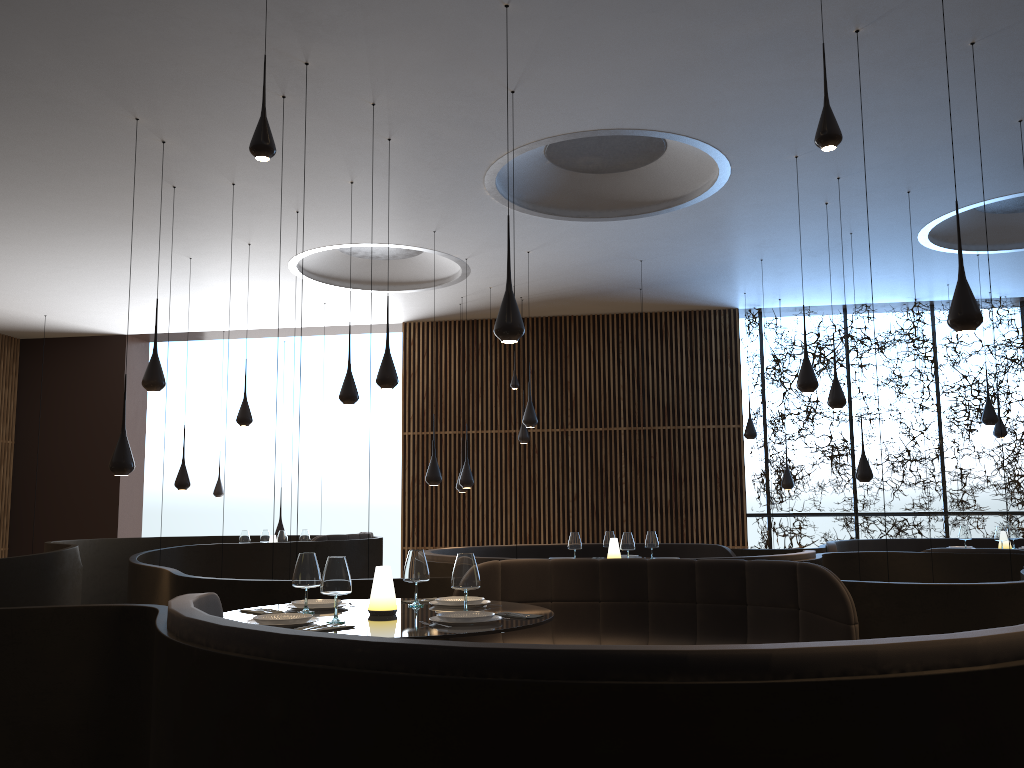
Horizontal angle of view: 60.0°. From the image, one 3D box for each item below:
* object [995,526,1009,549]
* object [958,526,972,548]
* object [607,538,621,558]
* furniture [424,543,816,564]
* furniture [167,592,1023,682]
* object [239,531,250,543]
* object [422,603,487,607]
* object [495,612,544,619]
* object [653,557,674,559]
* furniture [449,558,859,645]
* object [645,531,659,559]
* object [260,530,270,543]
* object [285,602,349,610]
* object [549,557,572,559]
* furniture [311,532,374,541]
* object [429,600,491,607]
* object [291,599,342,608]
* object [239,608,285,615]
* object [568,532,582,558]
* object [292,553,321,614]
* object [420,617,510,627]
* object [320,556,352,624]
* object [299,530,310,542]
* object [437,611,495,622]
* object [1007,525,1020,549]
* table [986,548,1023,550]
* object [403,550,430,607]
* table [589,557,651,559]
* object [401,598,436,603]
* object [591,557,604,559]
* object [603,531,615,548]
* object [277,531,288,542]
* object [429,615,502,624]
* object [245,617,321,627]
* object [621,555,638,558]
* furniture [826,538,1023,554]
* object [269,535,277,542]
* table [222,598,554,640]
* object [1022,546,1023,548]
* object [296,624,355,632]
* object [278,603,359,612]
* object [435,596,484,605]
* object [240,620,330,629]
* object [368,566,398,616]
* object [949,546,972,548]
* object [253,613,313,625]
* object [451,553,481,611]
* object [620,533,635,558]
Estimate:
[{"bbox_3d":[5.657,1.793,10.241,0.142,0.294,0.142,-1,-7,2],"label":"object"},{"bbox_3d":[5.513,1.874,10.787,0.142,0.294,0.142,-1,-7,3],"label":"object"},{"bbox_3d":[1.028,1.670,8.937,0.144,0.231,0.143,-4,-8,24],"label":"object"},{"bbox_3d":[0.982,2.230,8.898,3.790,1.115,3.893,2,-9,-16],"label":"furniture"},{"bbox_3d":[0.369,1.336,3.163,3.934,1.044,1.987,-1,-8,5],"label":"furniture"},{"bbox_3d":[-3.485,2.059,11.553,0.142,0.294,0.142,-1,-7,6],"label":"object"},{"bbox_3d":[-0.274,1.174,4.743,0.411,0.012,0.205,-7,-11,38],"label":"object"},{"bbox_3d":[0.016,1.100,4.211,0.262,0.017,0.126,-9,-12,44],"label":"object"},{"bbox_3d":[1.535,1.746,8.823,0.263,0.029,0.264,-1,-8,4],"label":"object"},{"bbox_3d":[0.815,1.639,5.505,2.532,1.057,0.934,-3,-8,14],"label":"furniture"},{"bbox_3d":[1.426,1.651,9.043,0.142,0.294,0.142,-5,-8,30],"label":"object"},{"bbox_3d":[-3.339,2.124,12.001,0.142,0.294,0.142,2,-8,-18],"label":"object"},{"bbox_3d":[-1.025,1.167,4.660,0.332,0.014,0.333,-2,-8,10],"label":"object"},{"bbox_3d":[0.505,1.782,9.005,0.263,0.029,0.264,-4,-9,22],"label":"object"},{"bbox_3d":[-2.345,2.524,11.817,0.931,1.057,2.540,-1,-8,5],"label":"furniture"},{"bbox_3d":[-0.278,1.174,4.746,0.332,0.014,0.332,-8,-11,43],"label":"object"},{"bbox_3d":[-1.026,1.158,4.661,0.263,0.029,0.264,-2,-9,13],"label":"object"},{"bbox_3d":[-1.263,1.149,4.473,0.126,0.017,0.262,7,-11,-41],"label":"object"},{"bbox_3d":[0.626,1.626,8.823,0.142,0.294,0.142,4,-8,-30],"label":"object"},{"bbox_3d":[-1.030,0.998,4.444,0.142,0.294,0.142,4,-8,-31],"label":"object"},{"bbox_3d":[-0.211,1.066,4.006,0.204,0.012,0.411,-7,-11,40],"label":"object"},{"bbox_3d":[-0.800,0.936,4.033,0.142,0.294,0.142,-4,-8,26],"label":"object"},{"bbox_3d":[-2.766,2.094,11.830,0.142,0.294,0.142,3,-8,-23],"label":"object"},{"bbox_3d":[-0.209,1.056,4.011,0.263,0.029,0.264,1,-8,-7],"label":"object"},{"bbox_3d":[6.130,1.877,10.845,0.142,0.294,0.142,-2,-7,9],"label":"object"},{"bbox_3d":[5.888,2.494,10.513,1.673,1.021,1.676,4,-9,-30],"label":"table"},{"bbox_3d":[-0.512,1.037,4.743,0.142,0.294,0.142,-1,-7,8],"label":"object"},{"bbox_3d":[1.033,2.292,8.863,1.673,1.021,1.677,-3,-8,18],"label":"table"},{"bbox_3d":[-0.487,1.214,4.962,0.126,0.017,0.262,-8,-11,42],"label":"object"},{"bbox_3d":[0.918,1.866,9.489,0.126,0.017,0.263,-2,-8,10],"label":"object"},{"bbox_3d":[1.026,1.692,9.295,0.142,0.294,0.142,3,-8,-24],"label":"object"},{"bbox_3d":[-2.925,2.016,11.287,0.142,0.294,0.142,-2,-7,11],"label":"object"},{"bbox_3d":[-0.209,1.065,4.010,0.332,0.014,0.333,4,-9,-26],"label":"object"},{"bbox_3d":[-1.029,1.068,3.981,0.332,0.014,0.333,1,-8,-9],"label":"object"},{"bbox_3d":[1.212,1.837,9.420,0.263,0.029,0.264,3,-9,-25],"label":"object"},{"bbox_3d":[5.770,2.371,10.296,3.791,1.044,3.896,2,-9,-14],"label":"furniture"},{"bbox_3d":[-3.140,2.100,11.641,0.142,0.231,0.145,-5,-8,29],"label":"object"},{"bbox_3d":[-0.626,1.632,4.267,1.675,1.021,1.675,-8,-11,43],"label":"table"},{"bbox_3d":[6.362,1.997,10.802,0.263,0.029,0.264,0,-8,0],"label":"object"},{"bbox_3d":[-0.805,1.043,3.779,0.126,0.017,0.262,-7,-11,38],"label":"object"},{"bbox_3d":[-1.023,1.169,4.663,0.205,0.012,0.411,-8,-12,43],"label":"object"},{"bbox_3d":[-0.278,1.164,4.747,0.263,0.029,0.263,7,-11,-43],"label":"object"},{"bbox_3d":[-1.033,1.069,3.983,0.411,0.012,0.205,-6,-10,34],"label":"object"},{"bbox_3d":[-0.632,1.010,4.342,0.142,0.231,0.145,2,-8,-17],"label":"object"},{"bbox_3d":[5.566,2.032,10.998,0.263,0.029,0.263,-9,-12,44],"label":"object"},{"bbox_3d":[-1.029,1.058,3.982,0.263,0.029,0.263,7,-11,-41],"label":"object"},{"bbox_3d":[-0.222,0.964,4.258,0.142,0.294,0.142,5,-9,-35],"label":"object"},{"bbox_3d":[1.114,1.580,8.534,0.142,0.294,0.142,2,-8,-20],"label":"object"}]
